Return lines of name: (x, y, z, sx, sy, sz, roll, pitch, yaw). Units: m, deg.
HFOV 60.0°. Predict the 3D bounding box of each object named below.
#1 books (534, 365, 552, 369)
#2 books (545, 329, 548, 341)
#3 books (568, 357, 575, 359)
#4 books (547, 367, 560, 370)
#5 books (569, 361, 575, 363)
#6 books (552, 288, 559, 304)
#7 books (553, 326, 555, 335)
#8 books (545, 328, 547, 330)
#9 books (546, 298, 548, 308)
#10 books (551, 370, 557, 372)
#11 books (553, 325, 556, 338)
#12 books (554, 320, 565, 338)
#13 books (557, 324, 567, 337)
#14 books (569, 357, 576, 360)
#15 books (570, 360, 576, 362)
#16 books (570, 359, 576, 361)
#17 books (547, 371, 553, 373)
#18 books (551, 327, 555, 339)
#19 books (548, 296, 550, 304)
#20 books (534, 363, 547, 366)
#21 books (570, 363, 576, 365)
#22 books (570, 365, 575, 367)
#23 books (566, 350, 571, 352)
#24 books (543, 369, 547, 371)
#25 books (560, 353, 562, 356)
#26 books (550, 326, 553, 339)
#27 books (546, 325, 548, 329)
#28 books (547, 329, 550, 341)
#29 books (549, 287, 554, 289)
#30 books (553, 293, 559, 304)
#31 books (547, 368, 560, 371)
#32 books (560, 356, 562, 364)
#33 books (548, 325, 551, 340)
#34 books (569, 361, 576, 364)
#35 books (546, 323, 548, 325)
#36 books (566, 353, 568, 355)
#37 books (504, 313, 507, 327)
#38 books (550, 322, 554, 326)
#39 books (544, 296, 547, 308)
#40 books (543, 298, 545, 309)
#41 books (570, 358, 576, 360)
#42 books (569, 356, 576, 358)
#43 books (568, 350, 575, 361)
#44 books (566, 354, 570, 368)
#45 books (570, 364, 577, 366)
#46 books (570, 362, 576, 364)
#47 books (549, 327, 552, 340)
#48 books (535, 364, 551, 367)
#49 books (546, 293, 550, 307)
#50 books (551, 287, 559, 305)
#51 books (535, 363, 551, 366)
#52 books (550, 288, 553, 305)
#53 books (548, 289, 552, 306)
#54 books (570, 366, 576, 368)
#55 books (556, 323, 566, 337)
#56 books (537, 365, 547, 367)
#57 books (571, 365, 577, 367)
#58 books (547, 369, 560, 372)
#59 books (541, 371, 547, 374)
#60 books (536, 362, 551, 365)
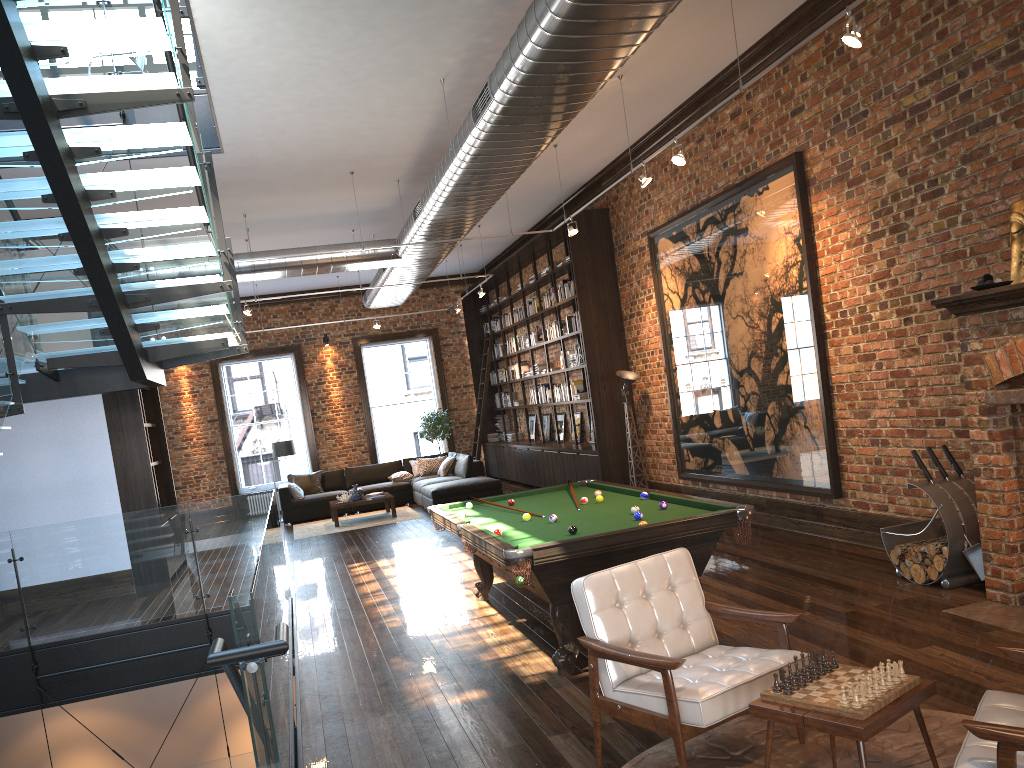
books: (0.548, -0.297, 15.438, 0.282, 0.010, 0.169, -8, -1, -15)
books: (0.642, -0.810, 14.790, 0.223, 0.210, 0.064, -8, 4, -14)
books: (1.005, -0.416, 13.732, 0.159, 0.012, 0.354, -8, -1, -18)
books: (0.695, -0.261, 14.847, 0.160, 0.009, 0.254, -8, -1, -12)
books: (1.013, -0.355, 13.739, 0.160, 0.012, 0.316, -8, -1, -18)
books: (0.735, -1.381, 14.113, 0.180, 0.280, 0.009, -9, 4, -14)
books: (0.760, -0.839, 14.390, 0.158, 0.223, 0.013, -9, 4, -14)
books: (0.632, -0.825, 14.819, 0.185, 0.245, 0.079, -9, 4, -14)
books: (0.649, -1.336, 14.532, 0.163, 0.227, 0.032, -9, 4, -14)
books: (0.699, -0.216, 14.850, 0.159, 0.009, 0.285, -8, -1, -11)
books: (0.773, -0.850, 14.317, 0.185, 0.239, 0.035, -9, 4, -14)
books: (0.778, -0.876, 14.250, 0.183, 0.287, 0.034, -9, 4, -14)
books: (0.821, -0.846, 14.151, 0.181, 0.219, 0.050, -9, 4, -14)
books: (1.013, -0.405, 13.734, 0.159, 0.012, 0.350, -8, -1, -13)
books: (1.022, -0.369, 13.740, 0.160, 0.012, 0.310, -8, -1, -14)
books: (1.011, -0.380, 13.734, 0.160, 0.012, 0.315, -8, -1, -10)
books: (0.700, -0.207, 14.850, 0.160, 0.009, 0.254, -8, -1, -11)
books: (0.743, -0.830, 14.406, 0.180, 0.210, 0.024, -8, 4, -14)
books: (0.689, -1.332, 14.292, 0.187, 0.202, 0.020, -8, 4, -14)
books: (0.540, -0.346, 15.437, 0.284, 0.012, 0.159, -8, -1, -18)
books: (1.020, -0.319, 13.743, 0.160, 0.012, 0.314, -8, -1, -11)
books: (1.023, -0.295, 13.745, 0.160, 0.012, 0.315, -8, -1, -18)
books: (0.894, -0.389, 14.215, 0.153, 0.297, 0.016, -9, 4, -14)
books: (0.632, -0.246, 15.205, 0.173, 0.018, 0.238, -8, -1, -10)
books: (0.874, -0.370, 14.266, 0.173, 0.266, 0.026, -9, 4, -14)
books: (0.714, -0.840, 14.548, 0.159, 0.243, 0.031, -9, 4, -14)
books: (0.664, -0.852, 14.741, 0.159, 0.286, 0.014, -9, 4, -14)
books: (0.679, -0.816, 14.665, 0.180, 0.209, 0.030, -8, 4, -14)
books: (0.700, -1.399, 14.269, 0.183, 0.331, 0.008, -9, 4, -14)
books: (0.757, -1.348, 14.065, 0.187, 0.209, 0.051, -8, 4, -14)
books: (0.700, -0.243, 14.849, 0.160, 0.009, 0.254, -8, -1, -15)
books: (0.880, -0.348, 14.229, 0.186, 0.220, 0.016, -8, 4, -14)
books: (0.697, -0.850, 14.617, 0.165, 0.270, 0.011, -9, 4, -14)
books: (1.021, -0.344, 13.741, 0.159, 0.012, 0.350, -8, -1, -16)
books: (0.637, -0.866, 14.879, 0.142, 0.325, 0.116, -9, 4, -14)
books: (0.931, -0.372, 14.018, 0.158, 0.247, 0.013, -9, 4, -14)
books: (-0.058, -1.230, 17.247, 0.163, 0.299, 0.029, -9, 4, -14)
books: (0.716, -0.867, 14.591, 0.138, 0.297, 0.024, -9, 4, -14)
books: (0.627, -1.334, 14.562, 0.173, 0.231, 0.014, -9, 4, -14)
books: (0.607, -1.317, 14.640, 0.182, 0.207, 0.053, -8, 4, -14)
books: (1.013, -0.393, 13.734, 0.159, 0.012, 0.352, -8, -1, -17)
books: (1.010, -0.428, 13.733, 0.159, 0.012, 0.350, -8, -1, -13)
books: (0.970, -0.390, 13.934, 0.137, 0.269, 0.034, -9, 4, -14)
books: (0.936, -0.361, 13.961, 0.183, 0.223, 0.033, -9, 4, -14)
books: (1.019, -0.307, 13.743, 0.159, 0.012, 0.353, -8, -1, -10)
books: (1.022, -0.332, 13.743, 0.160, 0.012, 0.312, -8, -1, -13)
books: (0.711, -0.836, 14.608, 0.165, 0.237, 0.014, -9, 4, -14)
books: (0.543, -0.328, 15.437, 0.242, 0.015, 0.165, -8, -1, -11)
books: (0.657, -1.355, 14.402, 0.184, 0.259, 0.032, -9, 4, -14)
books: (0.737, -1.390, 14.126, 0.188, 0.298, 0.014, -9, 4, -14)
books: (0.544, -0.338, 15.426, 0.294, 0.005, 0.145, -8, -1, -16)
books: (0.720, -1.392, 14.188, 0.182, 0.308, 0.009, -9, 4, -14)
books: (0.689, -1.383, 14.253, 0.182, 0.301, 0.018, -9, 4, -14)
books: (1.024, -0.271, 13.746, 0.159, 0.012, 0.354, -8, -1, -18)
books: (0.804, -0.852, 14.176, 0.171, 0.239, 0.057, -9, 4, -14)
books: (0.544, -0.311, 15.445, 0.196, 0.019, 0.173, -8, -1, -9)
books: (1.025, -0.283, 13.746, 0.159, 0.012, 0.352, -8, -1, -11)
books: (0.696, -0.224, 14.849, 0.160, 0.009, 0.254, -8, -1, -10)
books: (0.628, -0.203, 15.206, 0.204, 0.036, 0.267, -8, -1, -13)
books: (0.541, -0.355, 15.427, 0.259, 0.005, 0.141, -8, -1, -10)
